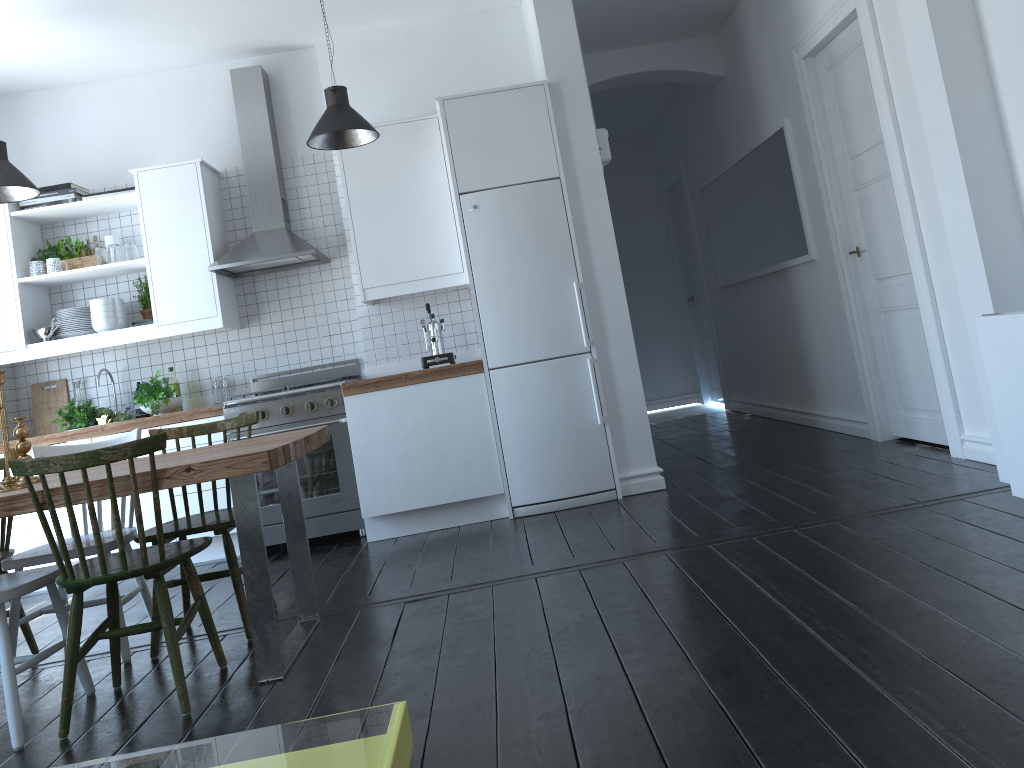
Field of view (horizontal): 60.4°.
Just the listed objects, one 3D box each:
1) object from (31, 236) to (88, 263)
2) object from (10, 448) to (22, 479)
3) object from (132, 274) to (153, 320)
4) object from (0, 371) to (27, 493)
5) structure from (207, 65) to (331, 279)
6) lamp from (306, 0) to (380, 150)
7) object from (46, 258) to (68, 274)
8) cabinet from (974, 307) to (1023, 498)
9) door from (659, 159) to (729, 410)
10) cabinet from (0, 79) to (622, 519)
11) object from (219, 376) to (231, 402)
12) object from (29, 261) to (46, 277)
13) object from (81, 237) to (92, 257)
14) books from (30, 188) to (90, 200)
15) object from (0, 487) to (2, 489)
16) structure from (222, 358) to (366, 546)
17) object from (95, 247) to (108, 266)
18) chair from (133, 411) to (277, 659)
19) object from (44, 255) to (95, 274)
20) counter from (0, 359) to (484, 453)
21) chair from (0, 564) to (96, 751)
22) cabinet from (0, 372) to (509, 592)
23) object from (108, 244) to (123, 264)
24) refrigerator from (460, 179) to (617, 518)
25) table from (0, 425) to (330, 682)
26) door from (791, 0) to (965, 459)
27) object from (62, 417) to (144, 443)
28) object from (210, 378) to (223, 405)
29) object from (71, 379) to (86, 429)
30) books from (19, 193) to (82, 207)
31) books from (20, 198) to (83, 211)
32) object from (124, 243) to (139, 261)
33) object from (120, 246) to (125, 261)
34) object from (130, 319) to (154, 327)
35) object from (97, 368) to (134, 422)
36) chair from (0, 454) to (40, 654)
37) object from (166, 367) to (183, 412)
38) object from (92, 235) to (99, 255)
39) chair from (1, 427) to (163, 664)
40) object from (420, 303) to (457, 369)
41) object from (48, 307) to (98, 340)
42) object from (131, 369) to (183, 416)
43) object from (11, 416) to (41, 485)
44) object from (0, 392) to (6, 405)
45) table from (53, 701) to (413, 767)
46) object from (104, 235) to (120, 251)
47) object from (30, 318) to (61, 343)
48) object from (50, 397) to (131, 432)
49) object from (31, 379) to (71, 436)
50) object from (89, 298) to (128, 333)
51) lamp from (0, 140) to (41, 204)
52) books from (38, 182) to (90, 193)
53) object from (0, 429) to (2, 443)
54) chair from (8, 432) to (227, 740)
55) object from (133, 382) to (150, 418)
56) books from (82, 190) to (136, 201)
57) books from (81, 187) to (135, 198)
[{"bbox_3d":[-2.858,-0.798,5.552,0.348,0.256,0.162,-10,-3,-12],"label":"object"},{"bbox_3d":[-1.856,0.310,3.304,0.049,0.140,0.049,-10,-4,-2],"label":"object"},{"bbox_3d":[-2.282,-0.532,5.568,0.163,0.369,0.171,-12,-4,35],"label":"object"},{"bbox_3d":[-1.741,0.162,3.012,0.114,0.414,0.112,-6,-6,-40],"label":"object"},{"bbox_3d":[-1.591,-1.372,5.497,0.634,1.316,0.524,-10,-4,-2],"label":"structure"},{"bbox_3d":[-0.969,-1.752,4.687,0.384,0.948,0.383,-10,-4,7],"label":"lamp"},{"bbox_3d":[-2.781,-0.715,5.375,0.109,0.101,0.082,-10,-2,-13],"label":"object"},{"bbox_3d":[1.916,0.105,2.411,0.590,0.740,1.195,-10,0,-2],"label":"cabinet"},{"bbox_3d":[1.905,-1.003,9.077,0.116,2.497,1.062,-10,-4,-1],"label":"door"},{"bbox_3d":[-1.434,-0.245,5.274,3.787,2.394,0.774,-10,-4,1],"label":"cabinet"},{"bbox_3d":[-1.807,0.035,5.556,0.059,0.174,0.059,-11,-4,12],"label":"object"},{"bbox_3d":[-2.902,-0.695,5.386,0.083,0.101,0.107,-8,-2,-33],"label":"object"},{"bbox_3d":[-2.679,-0.814,5.545,0.060,0.227,0.059,-8,-5,-19],"label":"object"},{"bbox_3d":[-2.854,-1.166,5.541,0.351,0.031,0.286,-10,2,-2],"label":"books"},{"bbox_3d":[-1.931,0.241,3.163,0.138,0.313,0.141,-13,-5,40],"label":"object"},{"bbox_3d":[-1.237,0.410,5.254,0.701,1.028,0.717,-10,-3,-2],"label":"structure"},{"bbox_3d":[-2.502,-0.773,5.372,0.085,0.120,0.086,-11,-3,21],"label":"object"},{"bbox_3d":[-1.230,0.566,3.523,0.468,0.835,0.482,-10,-3,-3],"label":"chair"},{"bbox_3d":[-2.770,-0.725,5.548,0.393,0.104,0.152,-10,0,-2],"label":"object"},{"bbox_3d":[-1.695,0.154,5.201,3.101,0.074,0.843,-10,2,-2],"label":"counter"},{"bbox_3d":[-1.684,0.664,2.725,0.466,0.850,0.506,-10,-3,-2],"label":"chair"},{"bbox_3d":[-1.616,0.581,5.223,3.175,0.822,0.727,-10,-2,6],"label":"cabinet"},{"bbox_3d":[-2.417,-0.788,5.361,0.085,0.120,0.086,-11,-3,21],"label":"object"},{"bbox_3d":[0.134,-0.221,5.161,0.577,1.817,0.675,-10,-4,-2],"label":"refrigerator"},{"bbox_3d":[-1.789,0.732,3.103,2.228,0.722,1.013,-10,0,-2],"label":"table"},{"bbox_3d":[2.029,-0.883,4.905,0.116,2.497,1.032,-10,-4,-1],"label":"door"},{"bbox_3d":[-2.451,0.297,5.304,0.372,0.112,0.352,-10,1,-2],"label":"object"},{"bbox_3d":[-1.868,0.045,5.574,0.059,0.174,0.059,-11,-4,12],"label":"object"},{"bbox_3d":[-2.725,0.123,5.541,0.098,0.320,0.097,-10,-4,-2],"label":"object"},{"bbox_3d":[-2.860,-1.133,5.527,0.329,0.031,0.258,-10,2,-4],"label":"books"},{"bbox_3d":[-2.842,-1.098,5.533,0.351,0.044,0.258,-10,2,0],"label":"books"},{"bbox_3d":[-2.343,-0.802,5.418,0.087,0.120,0.085,-8,-3,-33],"label":"object"},{"bbox_3d":[-2.422,-0.790,5.451,0.087,0.120,0.085,-8,-3,-33],"label":"object"},{"bbox_3d":[-2.262,-0.367,5.421,0.246,0.042,0.275,-10,2,-9],"label":"object"},{"bbox_3d":[-2.465,0.072,5.468,0.190,0.356,0.271,-8,-3,-25],"label":"object"},{"bbox_3d":[-2.187,0.734,3.461,0.468,0.834,0.482,-10,-3,-3],"label":"chair"},{"bbox_3d":[-2.121,0.035,5.521,0.066,0.285,0.065,-9,-4,-7],"label":"object"},{"bbox_3d":[-2.631,-0.827,5.591,0.056,0.236,0.055,-10,-4,1],"label":"object"},{"bbox_3d":[-1.716,0.642,3.519,0.466,0.850,0.506,-10,-3,-2],"label":"chair"},{"bbox_3d":[-0.456,-0.285,5.187,0.206,0.373,0.351,-10,-2,-2],"label":"object"},{"bbox_3d":[-2.717,-0.369,5.480,0.300,0.196,0.304,-10,0,-1],"label":"object"},{"bbox_3d":[-2.135,0.053,5.292,0.272,0.271,0.335,-9,-1,-12],"label":"object"},{"bbox_3d":[-1.798,0.247,3.243,0.100,0.250,0.100,-11,-4,22],"label":"object"},{"bbox_3d":[-3.097,0.203,5.296,0.131,0.299,0.055,-8,-5,-23],"label":"object"},{"bbox_3d":[-0.803,0.796,0.958,1.401,0.403,0.597,-10,0,-2],"label":"table"},{"bbox_3d":[-2.526,-0.827,5.586,0.085,0.224,0.084,-10,-4,5],"label":"object"},{"bbox_3d":[-2.801,-0.318,5.300,0.209,0.136,0.102,-10,-2,10],"label":"object"},{"bbox_3d":[-2.492,0.215,5.246,0.472,0.310,0.280,-10,-2,-29],"label":"object"},{"bbox_3d":[-2.912,0.148,5.564,0.220,0.333,0.040,-10,-5,-2],"label":"object"},{"bbox_3d":[-2.487,-0.418,5.438,0.150,0.218,0.307,-10,0,-4],"label":"object"},{"bbox_3d":[-3.749,-0.491,4.549,2.702,2.534,0.487,-10,-5,-2],"label":"lamp"},{"bbox_3d":[-2.872,-1.198,5.540,0.325,0.038,0.258,-10,2,0],"label":"books"},{"bbox_3d":[-3.122,0.256,5.253,0.174,0.210,0.173,-10,-2,3],"label":"object"},{"bbox_3d":[-1.209,0.588,2.782,0.468,0.834,0.482,-10,-3,-3],"label":"chair"},{"bbox_3d":[-2.339,0.101,5.550,0.086,0.233,0.084,-7,-5,-37],"label":"object"},{"bbox_3d":[-2.478,-1.158,5.545,0.350,0.038,0.260,-10,2,-3],"label":"books"},{"bbox_3d":[-2.484,-1.185,5.556,0.341,0.016,0.273,-10,2,-1],"label":"books"}]
